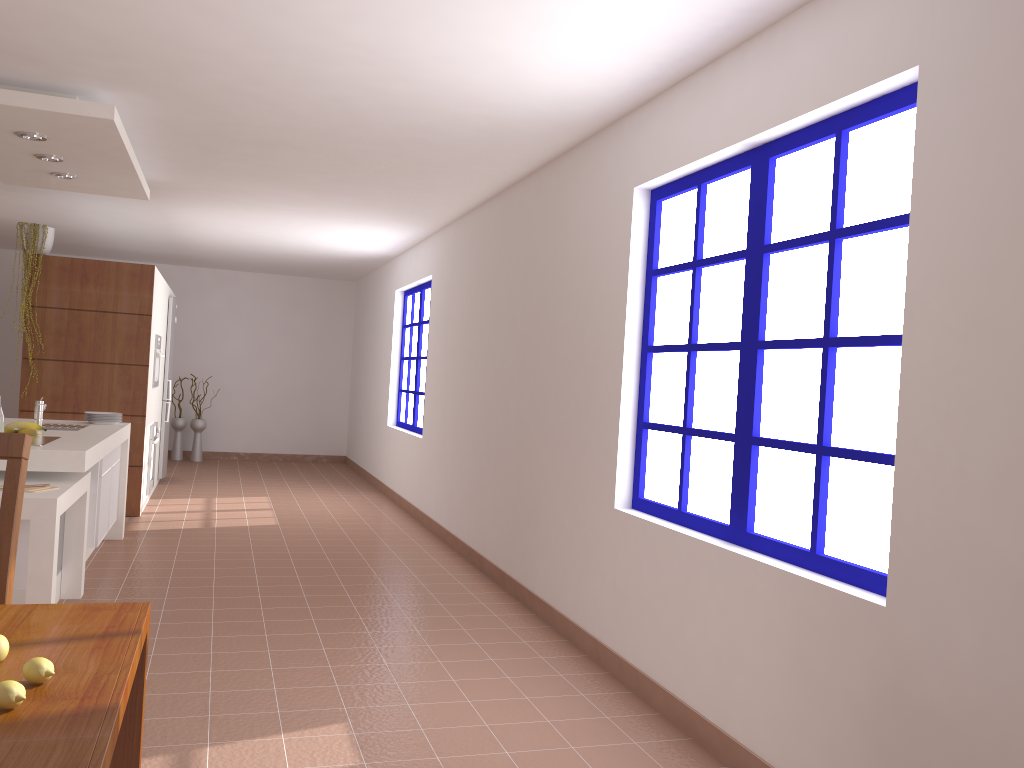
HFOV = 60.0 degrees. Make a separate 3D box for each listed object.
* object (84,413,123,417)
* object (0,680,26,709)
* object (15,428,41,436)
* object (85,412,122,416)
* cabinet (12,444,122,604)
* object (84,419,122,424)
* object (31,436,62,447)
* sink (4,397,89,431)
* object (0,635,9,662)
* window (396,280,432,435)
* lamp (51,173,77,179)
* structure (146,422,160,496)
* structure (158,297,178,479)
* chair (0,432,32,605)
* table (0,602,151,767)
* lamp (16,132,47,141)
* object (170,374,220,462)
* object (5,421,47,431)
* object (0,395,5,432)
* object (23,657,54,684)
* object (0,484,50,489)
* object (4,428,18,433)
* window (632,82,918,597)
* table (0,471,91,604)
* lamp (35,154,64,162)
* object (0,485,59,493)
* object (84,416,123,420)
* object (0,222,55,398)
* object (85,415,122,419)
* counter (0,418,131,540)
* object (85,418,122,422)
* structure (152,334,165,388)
[{"bbox_3d":[-2.755,0.215,5.979,0.228,0.020,0.228,3,0,-36],"label":"object"},{"bbox_3d":[-0.708,0.437,1.247,0.043,0.038,0.043,3,0,-29],"label":"object"},{"bbox_3d":[-2.616,0.260,4.808,0.207,0.033,0.060,4,0,27],"label":"object"},{"bbox_3d":[-2.755,0.205,5.979,0.228,0.020,0.228,3,0,-36],"label":"object"},{"bbox_3d":[-2.725,0.721,4.997,0.737,0.700,2.048,3,0,-18],"label":"cabinet"},{"bbox_3d":[-2.758,0.256,5.979,0.228,0.020,0.228,3,0,-36],"label":"object"},{"bbox_3d":[-2.570,0.278,4.431,0.493,0.006,0.551,3,0,-18],"label":"object"},{"bbox_3d":[-2.852,0.256,5.448,0.404,0.368,0.668,3,0,-18],"label":"sink"},{"bbox_3d":[-0.835,0.425,1.433,0.038,0.053,0.039,4,0,17],"label":"object"},{"bbox_3d":[-0.904,-0.250,8.593,0.035,1.430,1.699,3,0,-18],"label":"window"},{"bbox_3d":[-2.784,-1.313,5.520,0.143,0.059,0.143,4,0,10],"label":"lamp"},{"bbox_3d":[-3.162,0.648,7.820,0.058,0.592,0.596,3,0,-18],"label":"structure"},{"bbox_3d":[-3.572,0.028,9.230,0.089,1.862,0.604,3,0,-18],"label":"structure"},{"bbox_3d":[-1.243,0.633,1.716,0.444,1.063,0.574,3,0,-8],"label":"chair"},{"bbox_3d":[-1.488,0.780,1.138,1.800,0.740,0.900,3,0,-18],"label":"table"},{"bbox_3d":[-2.471,-1.293,4.565,0.143,0.059,0.143,3,0,-35],"label":"lamp"},{"bbox_3d":[-4.013,0.428,11.266,0.655,1.112,0.284,3,0,1],"label":"object"},{"bbox_3d":[-2.639,0.231,4.824,0.207,0.055,0.047,3,0,-41],"label":"object"},{"bbox_3d":[-2.467,0.166,4.244,0.071,0.230,0.071,3,0,-37],"label":"object"},{"bbox_3d":[-0.721,0.436,1.350,0.043,0.038,0.043,3,0,-29],"label":"object"},{"bbox_3d":[-2.191,0.448,3.843,0.041,0.008,0.375,4,0,39],"label":"object"},{"bbox_3d":[-2.723,0.253,4.800,0.060,0.033,0.207,3,0,-38],"label":"object"},{"bbox_3d":[0.861,-0.137,3.176,0.035,1.430,1.699,3,0,-18],"label":"window"},{"bbox_3d":[-2.416,0.767,4.050,0.737,0.647,1.003,3,0,-18],"label":"table"},{"bbox_3d":[-2.629,-1.303,5.045,0.143,0.059,0.143,4,0,10],"label":"lamp"},{"bbox_3d":[-2.152,0.457,3.884,0.266,0.006,0.168,3,0,-1],"label":"object"},{"bbox_3d":[-2.756,0.236,5.979,0.228,0.020,0.228,3,0,-36],"label":"object"},{"bbox_3d":[-3.700,-0.557,6.789,0.279,1.344,0.297,4,0,31],"label":"object"},{"bbox_3d":[-2.756,0.225,5.979,0.228,0.020,0.228,3,0,-36],"label":"object"},{"bbox_3d":[-2.743,0.669,5.050,0.821,0.800,2.156,3,0,-18],"label":"counter"},{"bbox_3d":[-2.757,0.246,5.979,0.228,0.020,0.228,3,0,-36],"label":"object"},{"bbox_3d":[-3.105,-0.199,7.818,0.056,0.454,0.614,3,0,-18],"label":"structure"}]
